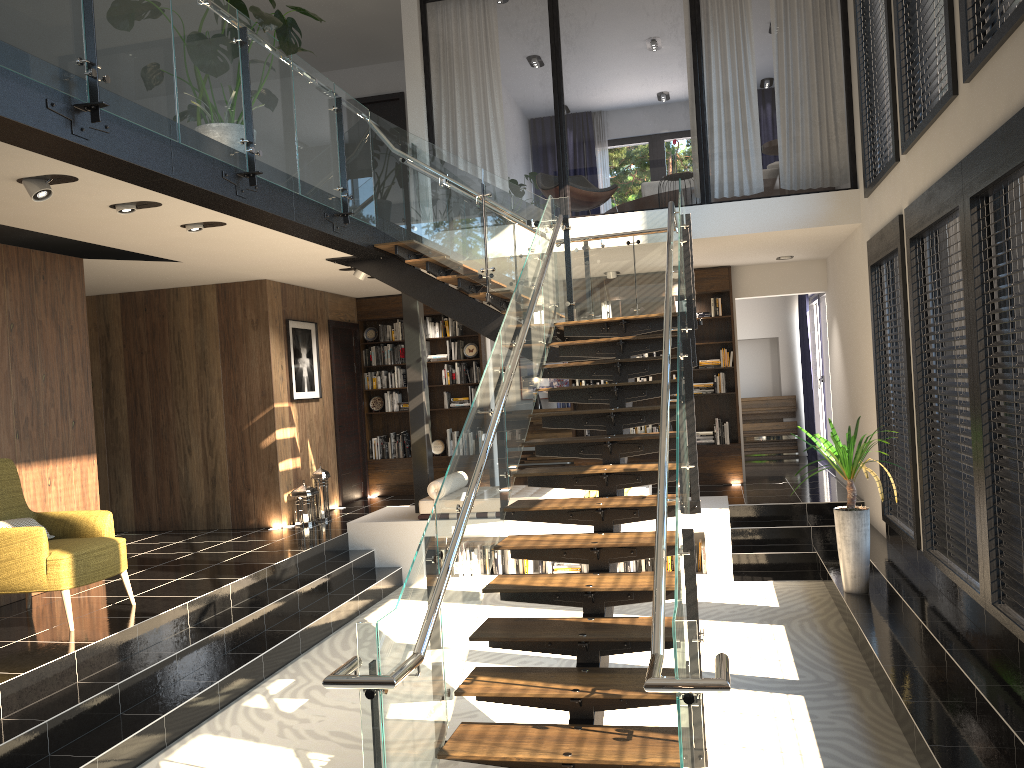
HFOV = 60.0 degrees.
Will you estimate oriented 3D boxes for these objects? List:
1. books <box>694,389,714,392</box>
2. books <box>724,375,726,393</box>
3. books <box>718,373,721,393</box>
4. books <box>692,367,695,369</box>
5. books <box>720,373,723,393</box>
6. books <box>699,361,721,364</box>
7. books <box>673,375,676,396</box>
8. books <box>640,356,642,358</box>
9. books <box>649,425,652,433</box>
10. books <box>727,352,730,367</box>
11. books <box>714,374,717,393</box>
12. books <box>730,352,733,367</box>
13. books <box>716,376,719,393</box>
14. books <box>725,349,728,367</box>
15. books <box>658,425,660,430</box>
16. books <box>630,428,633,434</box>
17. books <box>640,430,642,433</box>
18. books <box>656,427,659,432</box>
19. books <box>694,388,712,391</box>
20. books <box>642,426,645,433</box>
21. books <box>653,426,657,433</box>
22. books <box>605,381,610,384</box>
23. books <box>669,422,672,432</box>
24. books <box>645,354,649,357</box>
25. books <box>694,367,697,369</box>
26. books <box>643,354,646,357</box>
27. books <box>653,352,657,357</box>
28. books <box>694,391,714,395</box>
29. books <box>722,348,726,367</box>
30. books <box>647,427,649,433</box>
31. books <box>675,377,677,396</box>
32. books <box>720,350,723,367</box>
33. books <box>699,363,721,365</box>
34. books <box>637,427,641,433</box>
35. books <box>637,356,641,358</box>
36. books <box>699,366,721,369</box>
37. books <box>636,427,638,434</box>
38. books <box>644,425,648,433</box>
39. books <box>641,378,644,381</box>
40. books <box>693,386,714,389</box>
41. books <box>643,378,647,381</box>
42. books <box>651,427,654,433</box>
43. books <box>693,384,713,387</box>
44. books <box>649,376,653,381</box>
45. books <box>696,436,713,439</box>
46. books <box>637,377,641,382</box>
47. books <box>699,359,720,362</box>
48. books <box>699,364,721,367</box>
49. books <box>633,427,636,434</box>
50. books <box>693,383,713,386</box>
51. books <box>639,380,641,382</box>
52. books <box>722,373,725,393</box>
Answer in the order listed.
[{"bbox_3d":[2.379,0.088,11.081,0.274,0.022,0.156,-4,0,10],"label":"books"},{"bbox_3d":[2.654,-0.004,11.036,0.012,0.224,0.097,-3,1,13],"label":"books"},{"bbox_3d":[2.585,-0.011,11.033,0.023,0.246,0.147,-3,1,13],"label":"books"},{"bbox_3d":[2.270,-0.282,11.116,0.026,0.196,0.147,-3,0,13],"label":"books"},{"bbox_3d":[2.604,-0.015,11.007,0.026,0.251,0.178,-3,0,13],"label":"books"},{"bbox_3d":[2.472,-0.269,11.088,0.260,0.020,0.167,-4,0,10],"label":"books"},{"bbox_3d":[2.050,0.014,11.156,0.026,0.263,0.156,-3,1,13],"label":"books"},{"bbox_3d":[1.645,-0.248,11.255,0.026,0.201,0.146,-3,0,13],"label":"books"},{"bbox_3d":[1.761,0.644,11.228,0.032,0.306,0.155,-3,1,13],"label":"books"},{"bbox_3d":[2.684,-0.304,11.014,0.023,0.189,0.197,-3,0,13],"label":"books"},{"bbox_3d":[2.531,-0.007,11.026,0.030,0.244,0.176,-3,0,13],"label":"books"},{"bbox_3d":[2.721,-0.309,11.007,0.051,0.194,0.192,-3,0,13],"label":"books"},{"bbox_3d":[2.561,0.007,11.031,0.025,0.212,0.167,-3,0,13],"label":"books"},{"bbox_3d":[2.667,-0.321,11.047,0.023,0.225,0.146,-3,1,13],"label":"books"},{"bbox_3d":[1.872,0.650,11.193,0.028,0.280,0.154,-3,1,13],"label":"books"},{"bbox_3d":[1.532,0.655,11.261,0.035,0.312,0.160,-3,1,13],"label":"books"},{"bbox_3d":[1.650,0.697,11.251,0.025,0.214,0.170,-3,0,13],"label":"books"},{"bbox_3d":[1.847,0.667,11.205,0.029,0.250,0.142,-3,1,13],"label":"books"},{"bbox_3d":[2.380,0.066,11.090,0.247,0.022,0.148,-4,0,14],"label":"books"},{"bbox_3d":[1.677,0.662,11.254,0.031,0.280,0.141,-3,1,13],"label":"books"},{"bbox_3d":[1.816,0.666,11.210,0.034,0.255,0.194,-3,0,13],"label":"books"},{"bbox_3d":[1.245,0.079,11.350,0.070,0.236,0.206,-3,0,13],"label":"books"},{"bbox_3d":[2.002,0.629,11.186,0.022,0.307,0.131,-3,1,13],"label":"books"},{"bbox_3d":[1.713,-0.267,11.211,0.028,0.231,0.167,-3,0,13],"label":"books"},{"bbox_3d":[2.301,-0.307,11.140,0.025,0.243,0.119,-3,1,13],"label":"books"},{"bbox_3d":[1.687,-0.272,11.229,0.030,0.244,0.142,-3,1,13],"label":"books"},{"bbox_3d":[1.811,-0.290,11.203,0.032,0.265,0.149,-3,1,13],"label":"books"},{"bbox_3d":[2.378,0.112,11.070,0.288,0.026,0.175,-4,0,17],"label":"books"},{"bbox_3d":[2.637,-0.326,11.035,0.028,0.240,0.187,-3,0,13],"label":"books"},{"bbox_3d":[1.731,0.672,11.216,0.025,0.255,0.202,-3,0,13],"label":"books"},{"bbox_3d":[2.084,0.028,11.159,0.037,0.232,0.231,-3,0,13],"label":"books"},{"bbox_3d":[2.614,-0.314,11.050,0.026,0.219,0.156,-3,0,13],"label":"books"},{"bbox_3d":[2.473,-0.249,11.090,0.259,0.020,0.167,-4,0,11],"label":"books"},{"bbox_3d":[1.618,0.668,11.245,0.030,0.276,0.160,-3,1,13],"label":"books"},{"bbox_3d":[1.612,-0.274,11.240,0.028,0.258,0.208,-3,0,13],"label":"books"},{"bbox_3d":[2.477,-0.207,11.094,0.266,0.021,0.156,-4,0,10],"label":"books"},{"bbox_3d":[1.597,0.670,11.276,0.025,0.274,0.150,-3,1,13],"label":"books"},{"bbox_3d":[1.707,0.652,11.246,0.032,0.298,0.169,-3,1,13],"label":"books"},{"bbox_3d":[1.666,0.047,11.235,0.030,0.245,0.166,-3,1,13],"label":"books"},{"bbox_3d":[2.376,0.044,11.079,0.268,0.022,0.156,-4,0,9],"label":"books"},{"bbox_3d":[1.693,0.046,11.204,0.036,0.244,0.194,-3,0,13],"label":"books"},{"bbox_3d":[1.787,0.673,11.210,0.023,0.246,0.149,-3,1,13],"label":"books"},{"bbox_3d":[2.374,0.023,11.077,0.260,0.021,0.167,-4,0,10],"label":"books"},{"bbox_3d":[1.750,0.034,11.223,0.067,0.261,0.159,-3,1,13],"label":"books"},{"bbox_3d":[2.377,0.666,11.088,0.263,0.024,0.167,-4,0,8],"label":"books"},{"bbox_3d":[1.614,0.031,11.251,0.030,0.284,0.176,-3,1,13],"label":"books"},{"bbox_3d":[2.474,-0.290,11.102,0.246,0.021,0.148,-4,0,13],"label":"books"},{"bbox_3d":[2.476,-0.228,11.096,0.272,0.021,0.156,-4,0,11],"label":"books"},{"bbox_3d":[1.567,0.678,11.264,0.030,0.262,0.173,-3,1,13],"label":"books"},{"bbox_3d":[2.374,0.001,11.084,0.272,0.022,0.156,-4,0,11],"label":"books"},{"bbox_3d":[1.634,0.062,11.210,0.023,0.218,0.195,-3,0,13],"label":"books"},{"bbox_3d":[2.633,-0.014,11.024,0.022,0.247,0.132,-3,1,13],"label":"books"}]
